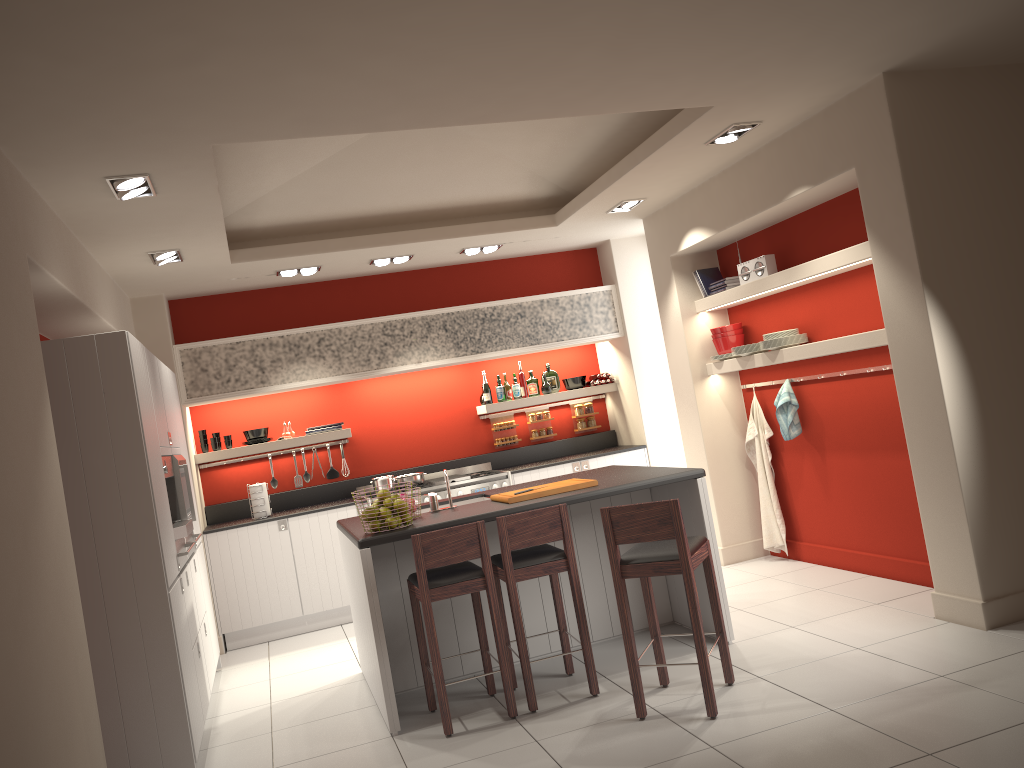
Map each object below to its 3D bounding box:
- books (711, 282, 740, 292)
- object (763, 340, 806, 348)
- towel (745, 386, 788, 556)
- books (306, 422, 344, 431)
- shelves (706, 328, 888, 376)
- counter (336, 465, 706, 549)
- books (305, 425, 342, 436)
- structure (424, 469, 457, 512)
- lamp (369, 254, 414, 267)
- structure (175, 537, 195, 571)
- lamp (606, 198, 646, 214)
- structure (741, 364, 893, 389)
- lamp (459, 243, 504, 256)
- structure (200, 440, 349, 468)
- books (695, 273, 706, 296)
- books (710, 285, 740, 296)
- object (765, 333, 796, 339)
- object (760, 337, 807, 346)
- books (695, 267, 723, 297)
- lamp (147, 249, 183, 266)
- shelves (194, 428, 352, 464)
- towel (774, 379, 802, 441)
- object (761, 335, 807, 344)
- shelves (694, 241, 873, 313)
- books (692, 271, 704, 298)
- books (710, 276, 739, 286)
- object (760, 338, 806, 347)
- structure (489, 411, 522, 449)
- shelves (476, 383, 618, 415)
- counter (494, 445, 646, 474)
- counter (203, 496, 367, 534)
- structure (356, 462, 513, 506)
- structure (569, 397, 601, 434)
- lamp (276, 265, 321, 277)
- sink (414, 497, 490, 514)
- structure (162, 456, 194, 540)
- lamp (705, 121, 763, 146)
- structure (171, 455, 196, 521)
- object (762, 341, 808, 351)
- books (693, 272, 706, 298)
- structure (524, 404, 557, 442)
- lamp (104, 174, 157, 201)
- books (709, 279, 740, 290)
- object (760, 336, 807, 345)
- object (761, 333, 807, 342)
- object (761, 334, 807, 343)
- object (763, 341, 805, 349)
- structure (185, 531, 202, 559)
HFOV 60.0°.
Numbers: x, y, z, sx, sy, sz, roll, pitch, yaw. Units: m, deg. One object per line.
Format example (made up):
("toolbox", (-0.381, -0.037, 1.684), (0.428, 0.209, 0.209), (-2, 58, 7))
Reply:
("books", (1.735, -0.776, 7.056), (0.207, 0.019, 0.258), (-9, -2, -16))
("object", (1.982, -0.282, 6.458), (0.339, 0.020, 0.338), (-10, -2, -14))
("towel", (2.003, 0.704, 7.143), (0.141, 1.362, 0.341), (-9, -2, -16))
("books", (-1.736, 0.395, 8.238), (0.332, 0.026, 0.207), (-9, -2, -16))
("shelves", (2.154, -0.240, 6.296), (0.437, 0.100, 2.393), (-9, -2, -16))
("counter", (-0.022, 0.729, 5.592), (2.054, 0.050, 1.415), (-9, -2, -16))
("books", (-1.740, 0.430, 8.212), (0.331, 0.042, 0.207), (-10, -2, -11))
("structure", (-0.455, 0.667, 5.511), (0.183, 0.249, 0.224), (-9, -2, -16))
("lamp", (-1.031, -1.077, 7.568), (0.361, 0.104, 0.199), (-9, -2, -16))
("structure", (-1.948, 0.983, 5.217), (0.129, 0.177, 0.617), (-9, -2, -16))
("lamp", (0.902, -1.430, 7.047), (0.199, 0.090, 0.361), (-9, -2, -16))
("structure", (2.220, -0.058, 6.310), (0.063, 0.034, 2.222), (-9, -2, -16))
("lamp", (-0.272, -1.203, 7.793), (0.361, 0.103, 0.199), (-9, -2, -16))
("structure", (-2.201, 0.650, 8.263), (1.355, 0.034, 0.054), (-9, -2, -16))
("books", (1.646, -0.837, 7.325), (0.209, 0.243, 0.126), (-9, -2, -17))
("books", (1.729, -0.750, 7.064), (0.207, 0.030, 0.258), (-9, -2, -16))
("object", (1.967, -0.344, 6.477), (0.255, 0.015, 0.255), (-9, -2, -35))
("object", (1.979, -0.301, 6.459), (0.339, 0.020, 0.338), (-10, -2, -14))
("books", (1.646, -0.838, 7.297), (0.207, 0.246, 0.136), (-9, -2, -16))
("lamp", (-2.372, -0.875, 6.077), (0.199, 0.084, 0.361), (-9, -2, -16))
("shelves", (-2.178, 0.567, 8.109), (1.379, 0.083, 0.376), (-9, -2, -16))
("towel", (2.075, 0.193, 6.678), (0.179, 0.452, 0.209), (-11, -2, 23))
("object", (1.977, -0.314, 6.459), (0.339, 0.020, 0.338), (-10, -2, -14))
("shelves", (2.063, -0.763, 6.314), (0.437, 0.100, 2.393), (-9, -2, -16))
("books", (1.639, -0.838, 7.375), (0.210, 0.248, 0.136), (-9, -2, -17))
("books", (1.727, -0.824, 7.057), (0.207, 0.019, 0.258), (-9, -2, -16))
("object", (1.980, -0.295, 6.458), (0.339, 0.020, 0.338), (-10, -2, -14))
("structure", (-0.066, 0.453, 8.808), (0.256, 0.347, 0.130), (-9, -2, -16))
("shelves", (0.354, 0.147, 8.858), (1.379, 0.083, 0.376), (-9, -2, -16))
("counter", (0.535, 0.723, 8.550), (1.360, 0.026, 0.699), (-9, -2, -16))
("counter", (-1.986, 1.141, 7.804), (1.360, 0.026, 0.699), (-9, -2, -16))
("structure", (-0.638, 1.375, 8.118), (1.322, 1.085, 0.777), (-9, -2, -16))
("structure", (0.747, 0.318, 9.049), (0.256, 0.347, 0.130), (-9, -2, -16))
("lamp", (-1.770, -0.953, 7.349), (0.361, 0.109, 0.199), (-9, -2, -16))
("sink", (-0.361, 0.919, 5.735), (0.568, 0.258, 0.515), (-9, -2, -16))
("structure", (-2.152, 0.684, 5.184), (0.453, 0.470, 0.623), (-9, -2, -16))
("lamp", (1.353, -1.555, 5.448), (0.199, 0.085, 0.361), (-9, -2, -16))
("structure", (-2.251, 0.715, 5.806), (0.333, 0.473, 0.610), (-9, -2, -16))
("object", (1.985, -0.269, 6.458), (0.339, 0.020, 0.338), (-10, -2, -14))
("books", (1.641, -0.834, 7.344), (0.208, 0.242, 0.126), (-9, -2, -16))
("structure", (0.291, 0.394, 8.914), (0.256, 0.347, 0.130), (-9, -2, -16))
("lamp", (-1.922, -1.009, 4.478), (0.199, 0.103, 0.361), (-9, -2, -16))
("books", (1.721, -0.798, 7.066), (0.207, 0.030, 0.258), (-9, -2, -16))
("object", (1.978, -0.307, 6.459), (0.339, 0.020, 0.338), (-10, -2, -14))
("object", (1.975, -0.326, 6.459), (0.339, 0.020, 0.338), (-10, -2, -14))
("object", (1.976, -0.320, 6.459), (0.339, 0.020, 0.338), (-10, -2, -14))
("object", (1.984, -0.275, 6.458), (0.339, 0.020, 0.338), (-10, -2, -14))
("structure", (-2.118, 1.030, 5.822), (0.129, 0.177, 0.617), (-9, -2, -16))
